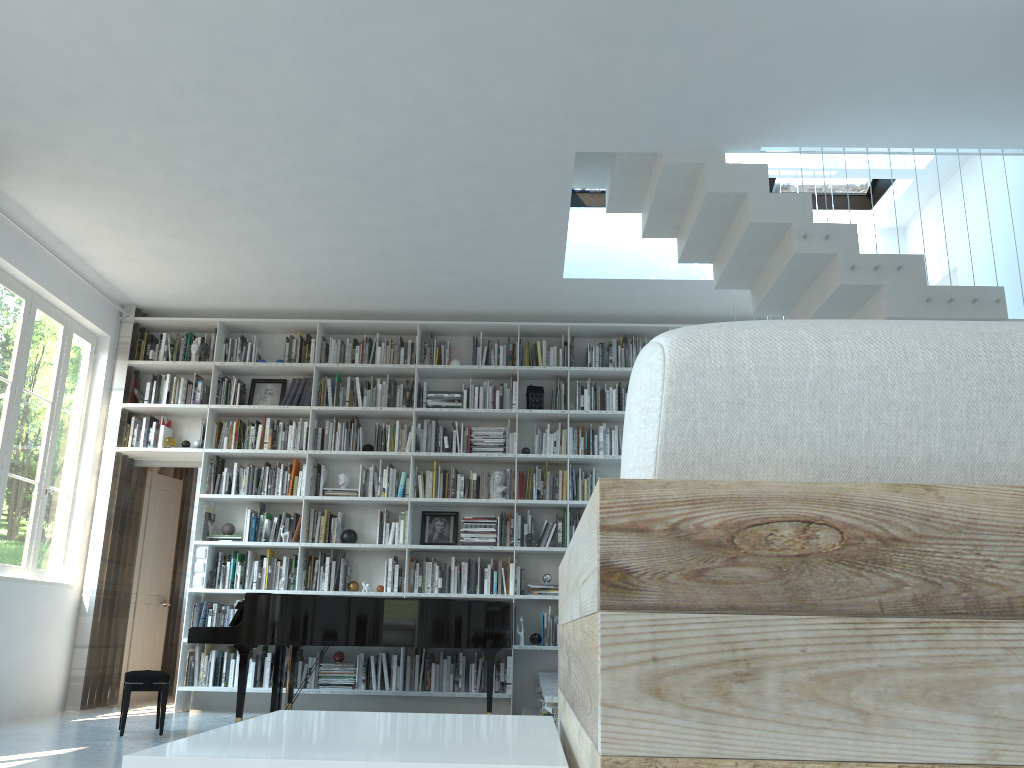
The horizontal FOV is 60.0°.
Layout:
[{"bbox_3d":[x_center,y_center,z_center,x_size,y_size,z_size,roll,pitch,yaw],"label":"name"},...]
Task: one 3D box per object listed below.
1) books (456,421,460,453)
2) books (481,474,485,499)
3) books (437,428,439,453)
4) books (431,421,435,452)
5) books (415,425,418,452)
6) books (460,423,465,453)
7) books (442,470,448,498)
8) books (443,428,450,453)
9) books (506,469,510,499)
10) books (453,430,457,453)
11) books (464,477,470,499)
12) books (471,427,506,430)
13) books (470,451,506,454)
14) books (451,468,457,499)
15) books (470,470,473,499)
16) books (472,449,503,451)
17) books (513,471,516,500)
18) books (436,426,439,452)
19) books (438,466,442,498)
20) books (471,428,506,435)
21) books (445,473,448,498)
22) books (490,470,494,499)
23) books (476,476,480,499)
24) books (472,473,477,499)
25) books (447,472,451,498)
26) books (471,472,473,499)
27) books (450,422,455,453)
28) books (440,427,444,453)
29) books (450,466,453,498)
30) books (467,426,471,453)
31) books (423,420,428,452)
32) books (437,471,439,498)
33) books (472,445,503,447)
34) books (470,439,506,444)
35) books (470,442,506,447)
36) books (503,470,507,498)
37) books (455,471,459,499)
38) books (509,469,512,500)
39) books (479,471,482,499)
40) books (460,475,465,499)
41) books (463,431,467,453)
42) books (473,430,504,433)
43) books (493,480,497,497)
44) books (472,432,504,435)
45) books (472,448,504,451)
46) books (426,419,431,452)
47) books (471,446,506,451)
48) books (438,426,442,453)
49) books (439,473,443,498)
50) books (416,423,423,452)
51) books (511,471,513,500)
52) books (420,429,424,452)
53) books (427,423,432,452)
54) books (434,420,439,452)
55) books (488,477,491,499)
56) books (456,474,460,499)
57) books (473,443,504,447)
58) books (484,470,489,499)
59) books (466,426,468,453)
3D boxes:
[{"bbox_3d":[-0.442,0.470,7.343,0.049,0.290,0.162,1,-15,1],"label":"books"},{"bbox_3d":[-0.232,0.860,7.246,0.025,0.229,0.143,1,-15,1],"label":"books"},{"bbox_3d":[-0.603,0.495,7.339,0.014,0.232,0.147,1,-15,1],"label":"books"},{"bbox_3d":[-0.646,0.466,7.353,0.029,0.294,0.151,1,-15,1],"label":"books"},{"bbox_3d":[-0.784,0.484,7.352,0.012,0.253,0.161,1,-15,1],"label":"books"},{"bbox_3d":[-0.407,0.477,7.326,0.021,0.268,0.192,1,-16,1],"label":"books"},{"bbox_3d":[-0.545,0.842,7.260,0.028,0.258,0.135,1,-15,1],"label":"books"},{"bbox_3d":[-0.538,0.492,7.330,0.066,0.236,0.154,1,-15,1],"label":"books"},{"bbox_3d":[-0.031,0.839,7.247,0.025,0.278,0.108,1,-15,1],"label":"books"},{"bbox_3d":[-0.471,0.504,7.332,0.024,0.216,0.148,1,-16,1],"label":"books"},{"bbox_3d":[-0.364,0.872,7.241,0.050,0.198,0.146,1,-16,1],"label":"books"},{"bbox_3d":[-0.193,0.385,7.365,0.285,0.012,0.160,0,-16,3],"label":"books"},{"bbox_3d":[-0.196,0.573,7.316,0.285,0.012,0.160,1,-16,2],"label":"books"},{"bbox_3d":[-0.468,0.830,7.227,0.028,0.267,0.190,1,-16,1],"label":"books"},{"bbox_3d":[-0.331,0.841,7.240,0.014,0.258,0.162,1,-15,1],"label":"books"},{"bbox_3d":[-0.196,0.562,7.321,0.254,0.012,0.161,1,-16,1],"label":"books"},{"bbox_3d":[0.021,0.847,7.247,0.023,0.264,0.107,1,-15,1],"label":"books"},{"bbox_3d":[-0.615,0.486,7.341,0.011,0.251,0.153,1,-15,1],"label":"books"},{"bbox_3d":[-0.589,0.823,7.236,0.010,0.280,0.171,1,-15,1],"label":"books"},{"bbox_3d":[-0.194,0.394,7.355,0.285,0.012,0.160,2,-16,-4],"label":"books"},{"bbox_3d":[-0.526,0.852,7.236,0.012,0.227,0.170,1,-16,1],"label":"books"},{"bbox_3d":[-0.162,0.845,7.240,0.024,0.258,0.127,1,-15,1],"label":"books"},{"bbox_3d":[-0.272,0.866,7.218,0.029,0.200,0.179,1,-16,1],"label":"books"},{"bbox_3d":[-0.301,0.854,7.220,0.029,0.223,0.186,1,-16,1],"label":"books"},{"bbox_3d":[-0.507,0.851,7.244,0.025,0.235,0.137,1,-15,1],"label":"books"},{"bbox_3d":[-0.320,0.852,7.232,0.010,0.233,0.175,1,-16,1],"label":"books"},{"bbox_3d":[-0.493,0.473,7.347,0.022,0.284,0.131,1,-15,1],"label":"books"},{"bbox_3d":[-0.577,0.492,7.337,0.011,0.239,0.148,1,-15,1],"label":"books"},{"bbox_3d":[-0.487,0.826,7.243,0.013,0.283,0.177,1,-15,1],"label":"books"},{"bbox_3d":[-0.352,0.487,7.317,0.013,0.246,0.177,1,-16,1],"label":"books"},{"bbox_3d":[-0.712,0.461,7.344,0.026,0.296,0.180,1,-15,1],"label":"books"},{"bbox_3d":[-0.599,0.845,7.249,0.010,0.244,0.150,1,-15,1],"label":"books"},{"bbox_3d":[-0.196,0.526,7.326,0.254,0.012,0.161,0,-16,3],"label":"books"},{"bbox_3d":[-0.195,0.479,7.337,0.285,0.012,0.160,0,-16,4],"label":"books"},{"bbox_3d":[-0.195,0.504,7.335,0.285,0.012,0.160,1,-16,2],"label":"books"},{"bbox_3d":[-0.056,0.845,7.235,0.025,0.259,0.131,1,-15,1],"label":"books"},{"bbox_3d":[-0.448,0.846,7.250,0.011,0.251,0.131,1,-15,1],"label":"books"},{"bbox_3d":[-0.012,0.841,7.229,0.014,0.265,0.154,1,-15,1],"label":"books"},{"bbox_3d":[-0.251,0.842,7.213,0.012,0.244,0.186,1,-16,1],"label":"books"},{"bbox_3d":[-0.404,0.860,7.233,0.030,0.214,0.169,1,-16,1],"label":"books"},{"bbox_3d":[-0.385,0.507,7.334,0.024,0.215,0.133,1,-15,1],"label":"books"},{"bbox_3d":[-0.194,0.409,7.363,0.254,0.012,0.161,1,-16,1],"label":"books"},{"bbox_3d":[-0.133,0.872,7.229,0.035,0.201,0.149,1,-16,1],"label":"books"},{"bbox_3d":[-0.194,0.420,7.355,0.254,0.012,0.161,0,-16,3],"label":"books"},{"bbox_3d":[-0.196,0.550,7.322,0.254,0.012,0.161,1,-16,0],"label":"books"},{"bbox_3d":[-0.692,0.459,7.364,0.014,0.312,0.134,1,-15,1],"label":"books"},{"bbox_3d":[-0.196,0.537,7.321,0.285,0.012,0.160,2,-16,-2],"label":"books"},{"bbox_3d":[-0.589,0.486,7.337,0.014,0.249,0.173,1,-16,1],"label":"books"},{"bbox_3d":[-0.572,0.855,7.251,0.024,0.228,0.148,1,-15,1],"label":"books"},{"bbox_3d":[-0.765,0.476,7.344,0.026,0.266,0.171,1,-15,1],"label":"books"},{"bbox_3d":[0.002,0.847,7.240,0.014,0.260,0.137,1,-15,1],"label":"books"},{"bbox_3d":[-0.739,0.499,7.353,0.027,0.227,0.148,1,-15,1],"label":"books"},{"bbox_3d":[-0.673,0.475,7.332,0.025,0.265,0.186,1,-16,1],"label":"books"},{"bbox_3d":[-0.626,0.462,7.345,0.011,0.299,0.180,1,-15,1],"label":"books"},{"bbox_3d":[-0.185,0.871,7.240,0.022,0.206,0.114,1,-15,1],"label":"books"},{"bbox_3d":[-0.431,0.859,7.233,0.024,0.216,0.176,1,-16,1],"label":"books"},{"bbox_3d":[-0.195,0.514,7.329,0.254,0.012,0.161,1,-16,-1],"label":"books"},{"bbox_3d":[-0.208,0.841,7.231,0.025,0.258,0.151,1,-15,1],"label":"books"},{"bbox_3d":[-0.366,0.491,7.329,0.015,0.244,0.183,1,-16,1],"label":"books"}]
